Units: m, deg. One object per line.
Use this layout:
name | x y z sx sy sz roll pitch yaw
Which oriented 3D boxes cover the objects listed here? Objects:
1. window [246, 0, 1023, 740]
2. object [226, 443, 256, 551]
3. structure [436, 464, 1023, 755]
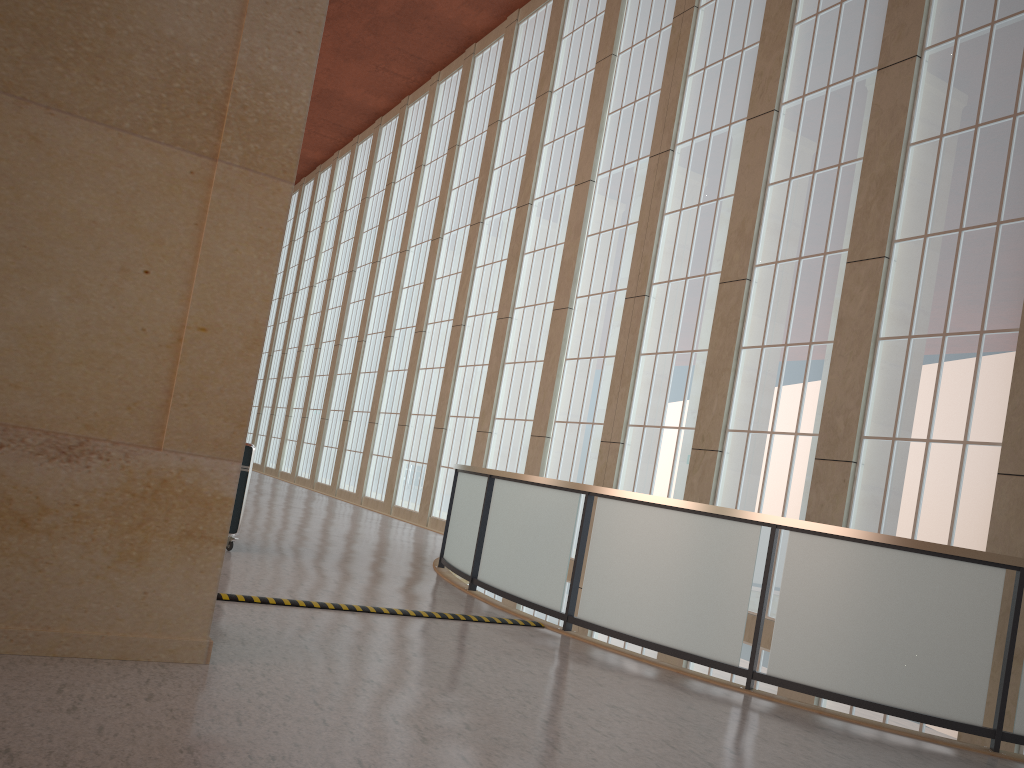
window | -25.341 1.853 71.758 0.010 28.554 164.644 11 -6 -28
object | -4.447 1.506 12.683 1.061 1.537 1.270 12 -4 -28
structure | 2.423 2.585 12.457 5.283 1.789 13.039 15 -8 -38
